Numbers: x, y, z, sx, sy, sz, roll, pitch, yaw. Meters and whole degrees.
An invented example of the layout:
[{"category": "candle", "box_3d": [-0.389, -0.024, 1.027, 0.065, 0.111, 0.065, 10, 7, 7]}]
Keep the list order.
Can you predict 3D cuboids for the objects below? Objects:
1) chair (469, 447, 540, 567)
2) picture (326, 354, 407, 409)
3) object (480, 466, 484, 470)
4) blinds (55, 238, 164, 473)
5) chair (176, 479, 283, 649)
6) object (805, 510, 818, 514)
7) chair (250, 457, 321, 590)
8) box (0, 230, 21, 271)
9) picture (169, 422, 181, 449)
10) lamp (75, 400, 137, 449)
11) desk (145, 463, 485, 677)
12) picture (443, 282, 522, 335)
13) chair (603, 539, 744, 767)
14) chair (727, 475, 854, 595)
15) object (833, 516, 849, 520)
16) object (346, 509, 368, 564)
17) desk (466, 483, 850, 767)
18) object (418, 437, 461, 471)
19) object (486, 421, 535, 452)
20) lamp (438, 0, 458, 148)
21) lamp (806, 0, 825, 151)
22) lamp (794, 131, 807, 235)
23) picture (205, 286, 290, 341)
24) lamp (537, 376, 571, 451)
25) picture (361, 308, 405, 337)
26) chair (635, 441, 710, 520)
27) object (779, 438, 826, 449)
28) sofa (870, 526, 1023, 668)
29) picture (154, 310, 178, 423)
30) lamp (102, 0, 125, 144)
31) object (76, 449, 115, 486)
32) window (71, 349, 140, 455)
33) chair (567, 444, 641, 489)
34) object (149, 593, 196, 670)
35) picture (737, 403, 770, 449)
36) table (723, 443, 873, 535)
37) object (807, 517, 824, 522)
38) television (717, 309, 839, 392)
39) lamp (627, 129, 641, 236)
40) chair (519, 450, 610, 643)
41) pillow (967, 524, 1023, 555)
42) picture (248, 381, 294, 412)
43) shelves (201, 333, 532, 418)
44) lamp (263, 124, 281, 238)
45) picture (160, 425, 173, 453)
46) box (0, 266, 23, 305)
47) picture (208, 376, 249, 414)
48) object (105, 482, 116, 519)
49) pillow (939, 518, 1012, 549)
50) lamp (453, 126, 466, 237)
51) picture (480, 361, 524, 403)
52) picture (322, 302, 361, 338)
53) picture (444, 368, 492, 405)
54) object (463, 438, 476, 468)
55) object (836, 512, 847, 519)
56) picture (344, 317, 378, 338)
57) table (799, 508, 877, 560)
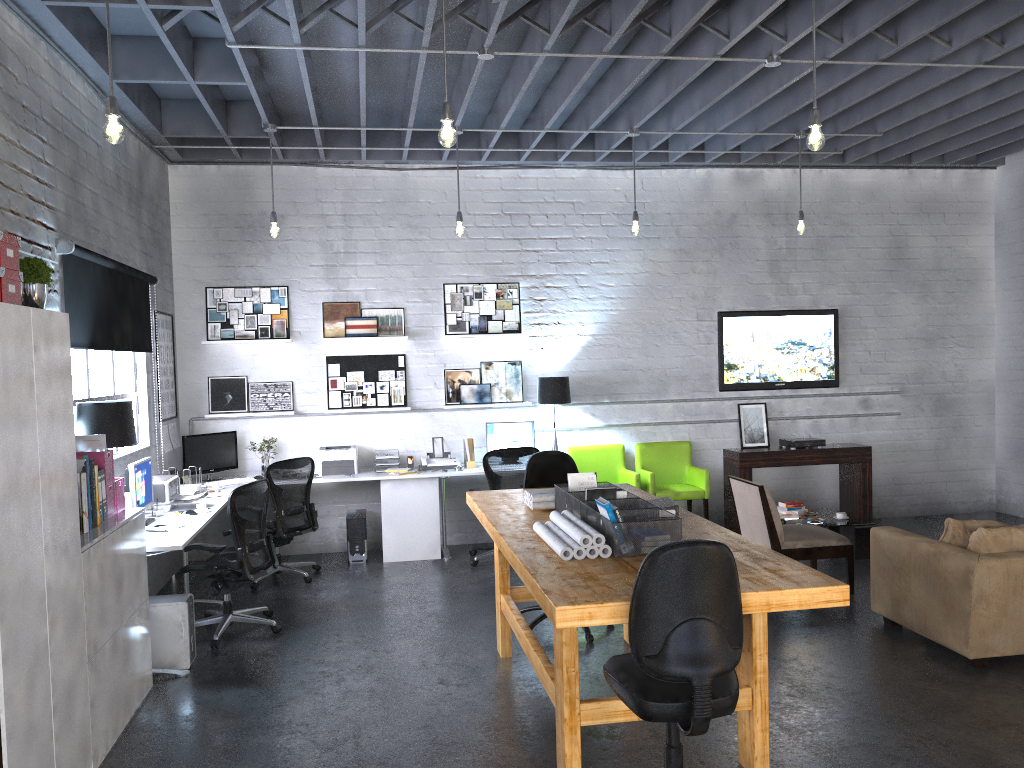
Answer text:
[{"category": "chair", "box_3d": [-0.089, 1.063, 7.922, 0.731, 1.032, 0.752, -4, 3, -40]}, {"category": "picture", "box_3d": [-1.381, -0.023, 8.438, 0.749, 0.504, 0.058, -2, 3, -9]}, {"category": "object", "box_3d": [-0.076, 0.770, 8.217, 0.422, 0.028, 0.181, -2, 2, -14]}, {"category": "blinds", "box_3d": [-2.702, -0.043, 6.138, 0.100, 1.633, 2.118, -2, 2, -9]}, {"category": "chair", "box_3d": [-1.942, 1.171, 5.991, 0.752, 1.032, 0.731, -2, 2, -6]}, {"category": "object", "box_3d": [2.738, 1.171, 8.167, 0.151, 0.040, 0.151, -1, 2, 8]}, {"category": "chair", "box_3d": [-2.005, 1.131, 7.456, 0.753, 1.032, 0.731, -1, 2, 14]}, {"category": "box", "box_3d": [-1.963, -0.481, 3.220, 0.268, 0.133, 0.206, -2, 2, -9]}, {"category": "picture", "box_3d": [-3.004, 0.456, 7.904, 0.036, 0.221, 0.289, -2, 2, -9]}, {"category": "lamp", "box_3d": [-2.357, 0.519, 5.171, 0.333, 0.832, 0.333, 1, 3, 42]}, {"category": "desk", "box_3d": [-1.020, 1.241, 6.906, 3.574, 0.786, 3.296, -2, 2, -9]}, {"category": "picture", "box_3d": [-0.284, -0.728, 8.589, 0.749, 0.504, 0.058, -2, 3, -9]}, {"category": "chair", "box_3d": [0.566, 1.107, 3.297, 0.659, 1.165, 0.686, -2, 2, -11]}, {"category": "chair", "box_3d": [2.097, 1.128, 6.713, 0.725, 0.843, 0.574, -2, 2, -9]}, {"category": "object", "box_3d": [2.911, 1.186, 7.843, 0.131, 0.016, 0.131, -2, 2, -3]}, {"category": "object", "box_3d": [-1.433, 1.404, 8.211, 0.180, 0.411, 0.475, -2, 2, -9]}, {"category": "desk", "box_3d": [0.486, 1.192, 4.608, 1.115, 0.927, 2.830, -2, 2, -9]}, {"category": "object", "box_3d": [-0.705, 0.657, 8.407, 0.405, 0.280, 0.399, -2, 2, -9]}, {"category": "object", "box_3d": [-0.017, 0.565, 8.509, 0.465, 0.417, 0.212, -2, 2, -4]}, {"category": "lamp", "box_3d": [-0.314, -1.551, 4.147, 0.104, 0.879, 0.104, -2, 3, -9]}, {"category": "lamp", "box_3d": [1.515, -1.612, 4.443, 0.104, 0.879, 0.104, -2, 3, -9]}, {"category": "lamp", "box_3d": [2.495, -1.731, 7.667, 0.104, 0.879, 0.104, 0, 3, 34]}, {"category": "picture", "box_3d": [-2.454, -0.656, 8.237, 0.749, 0.504, 0.058, -2, 3, -9]}, {"category": "lamp", "box_3d": [0.410, 0.345, 8.542, 0.333, 0.832, 0.333, 1, 3, 42]}, {"category": "picture", "box_3d": [-1.228, -0.584, 8.446, 0.410, 0.277, 0.036, -2, 3, -9]}, {"category": "chair", "box_3d": [1.571, 1.048, 8.729, 0.611, 0.921, 0.515, -2, 2, -9]}, {"category": "object", "box_3d": [2.940, 0.600, 8.984, 0.370, 0.082, 0.266, -2, 2, -9]}, {"category": "sofa", "box_3d": [3.585, 1.225, 5.560, 2.330, 0.629, 1.104, -2, 2, -9]}, {"category": "picture", "box_3d": [-3.000, -0.152, 7.697, 0.020, 0.936, 0.658, -2, 2, -9]}, {"category": "lamp", "box_3d": [-1.776, -1.502, 3.910, 0.104, 0.879, 0.104, -2, 3, -9]}, {"category": "object", "box_3d": [-2.237, 0.444, 4.684, 0.214, 0.177, 0.161, -2, 2, -9]}, {"category": "window", "box_3d": [-2.837, -0.099, 6.114, 0.030, 1.221, 1.820, -2, 2, -9]}, {"category": "chair", "box_3d": [0.885, 1.071, 8.618, 0.611, 0.921, 0.515, -2, 2, -9]}, {"category": "object", "box_3d": [-2.176, 1.506, 5.345, 0.478, 0.411, 0.200, -2, 2, -9]}, {"category": "picture", "box_3d": [2.470, 0.424, 9.062, 0.308, 0.457, 0.092, -2, 3, -9]}, {"category": "table", "box_3d": [2.898, 1.052, 9.006, 1.410, 0.820, 0.403, -2, 2, -9]}, {"category": "object", "box_3d": [2.669, 1.187, 7.798, 0.137, 0.031, 0.137, -1, 2, 17]}, {"category": "television", "box_3d": [2.739, -0.348, 9.090, 1.324, 0.817, 0.021, -2, 3, -10]}, {"category": "lamp", "box_3d": [1.027, -1.682, 7.429, 0.104, 0.879, 0.104, -2, 3, -9]}, {"category": "chair", "box_3d": [0.340, 1.042, 5.856, 0.659, 1.165, 0.686, -2, 2, -11]}, {"category": "pillow", "box_3d": [2.976, 0.998, 5.205, 0.704, 0.402, 0.291, -2, 2, -9]}, {"category": "picture", "box_3d": [-2.258, 0.119, 8.306, 0.410, 0.277, 0.036, -2, 3, -9]}, {"category": "shelves", "box_3d": [-1.324, -0.093, 8.373, 3.023, 0.694, 0.199, -2, 3, -9]}, {"category": "lamp", "box_3d": [-1.881, -1.585, 6.958, 0.104, 0.879, 0.104, -2, 3, -9]}, {"category": "picture", "box_3d": [-2.948, 0.464, 7.561, 0.036, 0.221, 0.289, -2, 2, -9]}, {"category": "box", "box_3d": [-1.958, -0.350, 3.226, 0.270, 0.131, 0.206, -2, 2, -9]}, {"category": "picture", "box_3d": [-2.639, 0.099, 8.245, 0.355, 0.343, 0.042, -2, 3, -9]}, {"category": "object", "box_3d": [-2.232, 0.621, 4.692, 0.214, 0.177, 0.161, -2, 2, -9]}, {"category": "pillow", "box_3d": [2.805, 0.997, 5.392, 0.523, 0.403, 0.319, -1, 2, 10]}, {"category": "lamp", "box_3d": [-0.436, -1.633, 7.192, 0.104, 0.879, 0.104, -2, 3, -9]}, {"category": "picture", "box_3d": [-0.098, -0.019, 8.653, 0.410, 0.409, 0.047, -2, 3, -9]}, {"category": "picture", "box_3d": [-1.609, -0.604, 8.385, 0.355, 0.343, 0.042, -2, 3, -9]}, {"category": "picture", "box_3d": [-0.428, 0.024, 8.592, 0.452, 0.345, 0.054, -2, 3, -9]}, {"category": "object", "box_3d": [-0.404, 0.657, 8.450, 0.087, 0.259, 0.236, -2, 2, -9]}, {"category": "object", "box_3d": [2.912, 1.163, 7.843, 0.077, 0.052, 0.080, 0, 2, 39]}, {"category": "picture", "box_3d": [-1.427, -0.536, 8.399, 0.311, 0.196, 0.029, -2, 3, -9]}, {"category": "table", "box_3d": [2.646, 1.349, 7.968, 0.873, 0.300, 0.872, -2, 2, -6]}]
